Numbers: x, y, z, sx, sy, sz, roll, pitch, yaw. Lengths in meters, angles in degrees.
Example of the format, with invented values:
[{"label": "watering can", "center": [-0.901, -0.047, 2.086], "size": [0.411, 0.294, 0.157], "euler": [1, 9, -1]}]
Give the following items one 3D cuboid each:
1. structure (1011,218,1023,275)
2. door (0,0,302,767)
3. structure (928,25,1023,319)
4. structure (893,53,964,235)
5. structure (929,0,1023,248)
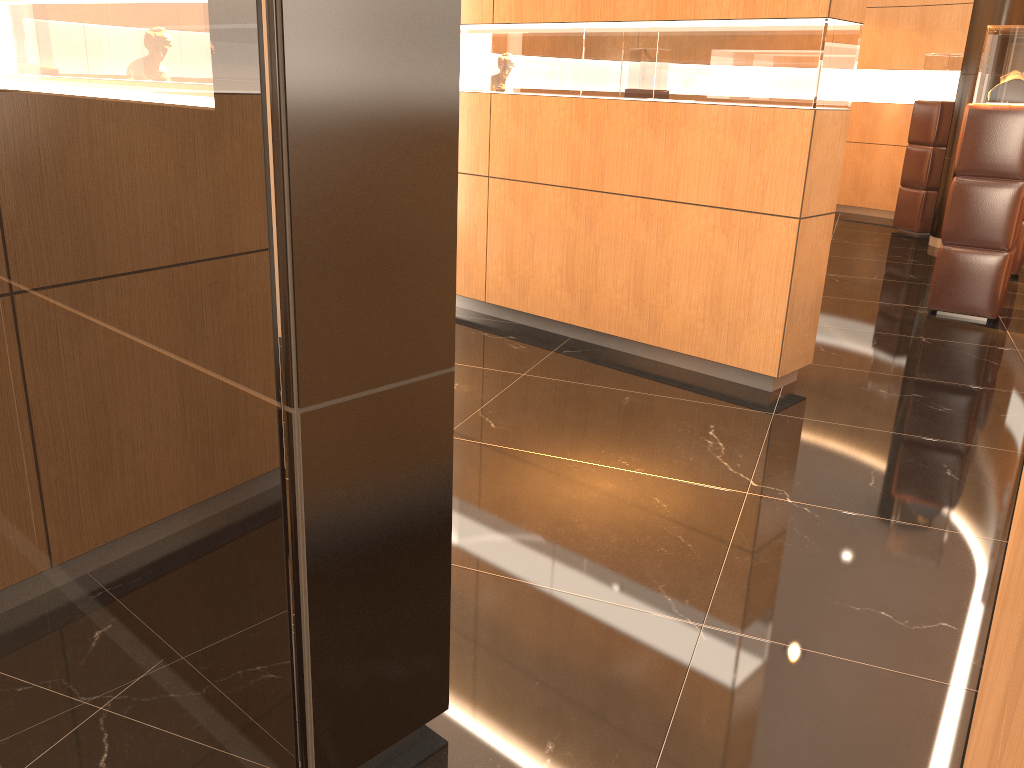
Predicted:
[{"label": "structure", "center": [4.547, -2.006, 8.033], "size": [0.498, 2.000, 0.484], "euler": [13, 22, 29]}, {"label": "door", "center": [-1.023, -0.308, 0.387], "size": [0.098, 3.285, 2.473], "euler": [13, 22, 30]}, {"label": "structure", "center": [3.439, -1.493, 6.346], "size": [0.498, 1.968, 0.484], "euler": [13, 22, 29]}, {"label": "structure", "center": [4.912, -2.754, 10.279], "size": [0.484, 2.000, 0.498], "euler": [-2, 19, -13]}, {"label": "structure", "center": [4.945, -3.121, 9.139], "size": [0.613, 3.430, 0.613], "euler": [15, 23, 34]}]
